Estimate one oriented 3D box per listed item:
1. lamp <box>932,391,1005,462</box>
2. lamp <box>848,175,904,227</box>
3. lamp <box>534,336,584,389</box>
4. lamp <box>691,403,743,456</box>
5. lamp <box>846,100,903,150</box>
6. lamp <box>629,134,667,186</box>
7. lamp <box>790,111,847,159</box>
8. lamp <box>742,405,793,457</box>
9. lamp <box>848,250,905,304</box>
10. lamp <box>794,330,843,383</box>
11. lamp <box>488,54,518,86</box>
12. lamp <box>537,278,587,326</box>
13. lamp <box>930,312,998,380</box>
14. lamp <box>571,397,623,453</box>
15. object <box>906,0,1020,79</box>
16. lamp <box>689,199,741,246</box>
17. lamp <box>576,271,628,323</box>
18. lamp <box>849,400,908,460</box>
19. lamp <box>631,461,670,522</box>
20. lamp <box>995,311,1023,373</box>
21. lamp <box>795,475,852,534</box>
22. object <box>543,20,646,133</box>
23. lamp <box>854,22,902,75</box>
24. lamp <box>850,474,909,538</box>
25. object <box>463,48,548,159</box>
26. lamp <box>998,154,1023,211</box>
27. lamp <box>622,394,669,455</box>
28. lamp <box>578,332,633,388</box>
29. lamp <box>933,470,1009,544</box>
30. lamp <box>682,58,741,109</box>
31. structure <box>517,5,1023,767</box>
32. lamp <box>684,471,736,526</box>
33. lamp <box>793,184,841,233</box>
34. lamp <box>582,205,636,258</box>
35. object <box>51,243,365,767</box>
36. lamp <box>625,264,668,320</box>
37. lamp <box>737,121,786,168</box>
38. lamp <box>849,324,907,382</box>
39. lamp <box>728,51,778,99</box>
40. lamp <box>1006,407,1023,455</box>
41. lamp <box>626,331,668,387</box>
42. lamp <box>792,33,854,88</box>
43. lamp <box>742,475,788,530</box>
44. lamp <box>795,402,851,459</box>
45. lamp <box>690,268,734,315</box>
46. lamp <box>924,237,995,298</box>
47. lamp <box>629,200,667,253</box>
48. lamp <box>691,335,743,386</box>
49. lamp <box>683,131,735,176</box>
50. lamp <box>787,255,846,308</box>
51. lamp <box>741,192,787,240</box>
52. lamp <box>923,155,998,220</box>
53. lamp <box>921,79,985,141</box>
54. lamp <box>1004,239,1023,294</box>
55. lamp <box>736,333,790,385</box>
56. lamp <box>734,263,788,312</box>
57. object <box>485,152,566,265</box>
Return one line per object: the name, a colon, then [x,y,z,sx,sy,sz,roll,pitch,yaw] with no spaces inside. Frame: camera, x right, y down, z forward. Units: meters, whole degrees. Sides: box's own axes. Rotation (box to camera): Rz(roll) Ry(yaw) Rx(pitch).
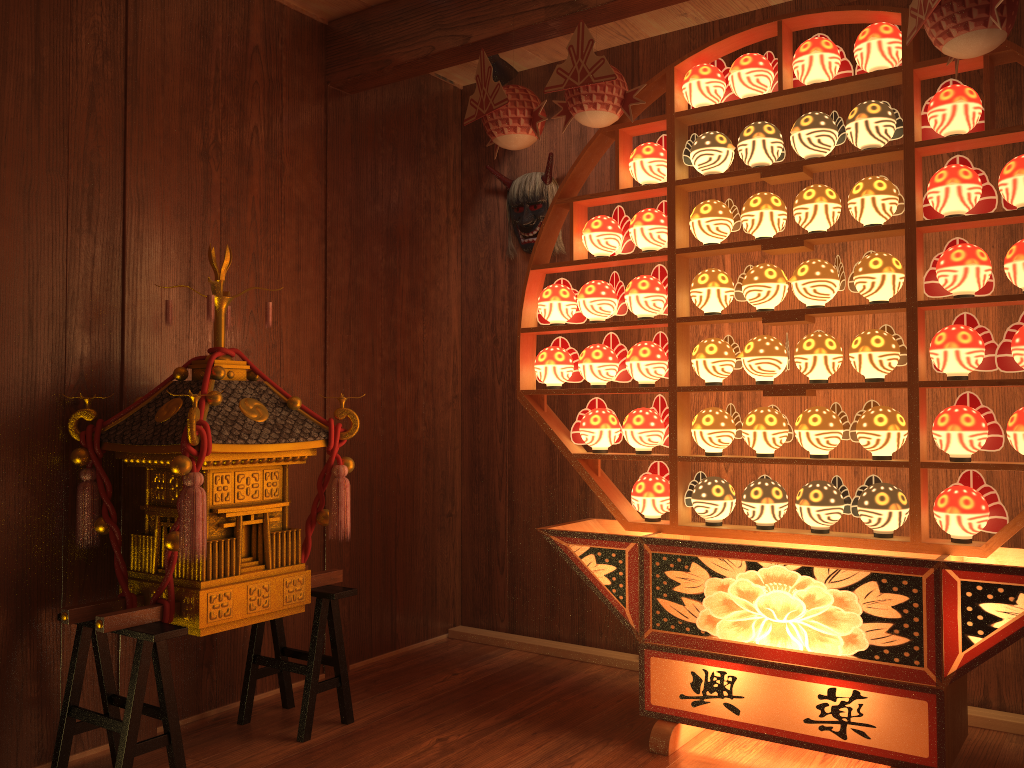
lamp: [1.215,0.115,2.404,0.179,0.194,0.162,-2,-3,44]
lamp: [1.036,-0.531,2.543,0.135,0.173,0.162,-2,-2,40]
lamp: [0.146,-0.077,3.123,0.185,0.195,0.160,-1,-2,19]
lamp: [0.630,0.144,2.797,0.161,0.167,0.135,1,-2,-26]
lamp: [1.032,-0.751,2.554,0.162,0.173,0.135,1,-3,-40]
lamp: [0.452,-0.749,2.940,0.162,0.200,0.193,1,-3,-40]
lamp: [0.898,-0.744,2.651,0.160,0.167,0.136,0,-2,-16]
lamp: [0.769,0.143,2.699,0.135,0.161,0.162,-2,-2,35]
lamp: [1.052,-0.311,2.530,0.139,0.173,0.158,0,-2,5]
lamp: [0.906,-0.084,2.616,0.136,0.167,0.160,-1,-2,20]
lamp: [-0.052,-1.211,3.381,0.132,0.176,0.179,-1,-2,20]
lamp: [0.159,-0.294,3.122,0.186,0.187,0.159,-1,-2,14]
lamp: [1.212,-0.106,2.413,0.183,0.195,0.162,-2,-3,44]
lamp: [0.302,0.140,3.019,0.187,0.194,0.156,0,-2,-6]
object: [1.130,-0.962,2.196,0.238,0.314,0.369,-1,-2,12]
lamp: [0.629,-0.517,2.819,0.161,0.167,0.135,1,-2,-26]
lamp: [0.286,-0.299,3.041,0.161,0.191,0.176,1,-2,-25]
lamp: [1.054,0.130,2.513,0.140,0.173,0.157,0,-2,0]
lamp: [0.459,0.352,2.904,0.190,0.197,0.161,-1,-2,24]
lamp: [1.379,-0.113,2.303,0.196,0.200,0.160,-1,-2,19]
lamp: [0.902,0.356,2.609,0.161,0.167,0.135,1,-2,-26]
object: [0.265,-0.952,2.777,0.337,0.306,0.222,-2,-2,34]
lamp: [1.054,-0.979,2.546,0.183,0.188,0.162,-2,-3,39]
lamp: [1.056,0.349,2.508,0.140,0.173,0.157,0,-2,0]
object: [0.000,-0.935,2.946,0.245,0.311,0.354,1,-2,-30]
lamp: [1.356,-0.551,2.332,0.162,0.195,0.183,1,-3,-40]
lamp: [0.428,0.133,2.926,0.162,0.200,0.194,1,-2,-30]
lamp: [0.290,-0.084,3.027,0.193,0.200,0.162,-2,-3,44]
lamp: [1.216,0.332,2.401,0.162,0.197,0.188,1,-3,-40]
lamp: [0.612,-0.973,2.841,0.193,0.200,0.162,-2,-3,44]
structure: [0.836,-0.011,2.664,1.898,2.195,0.506,-1,-2,34]
lamp: [0.641,0.363,2.786,0.143,0.167,0.152,1,-2,-25]
lamp: [0.908,-0.525,2.630,0.137,0.167,0.159,-1,-2,15]
lamp: [0.303,-0.524,3.037,0.162,0.200,0.194,1,-2,-30]
object: [-0.881,0.337,2.644,0.588,1.514,0.835,-1,-2,35]
lamp: [0.437,-0.308,2.936,0.162,0.200,0.193,1,-3,-40]
lamp: [0.765,-0.738,2.731,0.136,0.161,0.161,-1,-2,25]
lamp: [1.033,-0.090,2.532,0.162,0.173,0.135,1,-3,-40]
lamp: [0.738,-0.966,2.762,0.161,0.179,0.165,1,-2,-25]
lamp: [1.362,0.108,2.308,0.161,0.200,0.195,1,-2,-20]
lamp: [0.440,-0.084,2.927,0.162,0.192,0.176,1,-3,-40]
lamp: [0.909,-0.981,2.643,0.195,0.200,0.161,-1,-2,24]
lamp: [0.770,0.362,2.694,0.137,0.161,0.159,-1,-2,15]
lamp: [0.901,0.137,2.616,0.161,0.167,0.135,1,-2,-26]
lamp: [0.634,-0.297,2.801,0.137,0.167,0.159,-1,-2,15]
lamp: [1.232,-0.323,2.408,0.186,0.187,0.159,-1,-2,14]
lamp: [0.452,-0.526,2.933,0.162,0.195,0.183,1,-3,-40]
lamp: [0.632,-0.077,2.800,0.162,0.167,0.134,1,-2,-35]
lamp: [0.647,-0.737,2.825,0.144,0.167,0.151,1,-3,-40]
lamp: [0.898,-0.304,2.643,0.157,0.167,0.139,0,-2,-1]
lamp: [0.775,-0.518,2.719,0.137,0.161,0.159,-1,-2,15]
lamp: [1.212,-0.549,2.426,0.194,0.200,0.162,-2,-2,34]
lamp: [1.217,-0.769,2.431,0.196,0.200,0.160,-1,-2,19]
lamp: [1.364,-0.329,2.323,0.161,0.191,0.176,1,-2,-25]
lamp: [0.767,-0.077,2.719,0.155,0.161,0.141,-1,-2,9]
lamp: [0.782,-0.298,2.713,0.143,0.161,0.152,1,-2,-25]
object: [0.067,-0.743,3.846,0.352,0.453,0.142,-1,-2,34]
